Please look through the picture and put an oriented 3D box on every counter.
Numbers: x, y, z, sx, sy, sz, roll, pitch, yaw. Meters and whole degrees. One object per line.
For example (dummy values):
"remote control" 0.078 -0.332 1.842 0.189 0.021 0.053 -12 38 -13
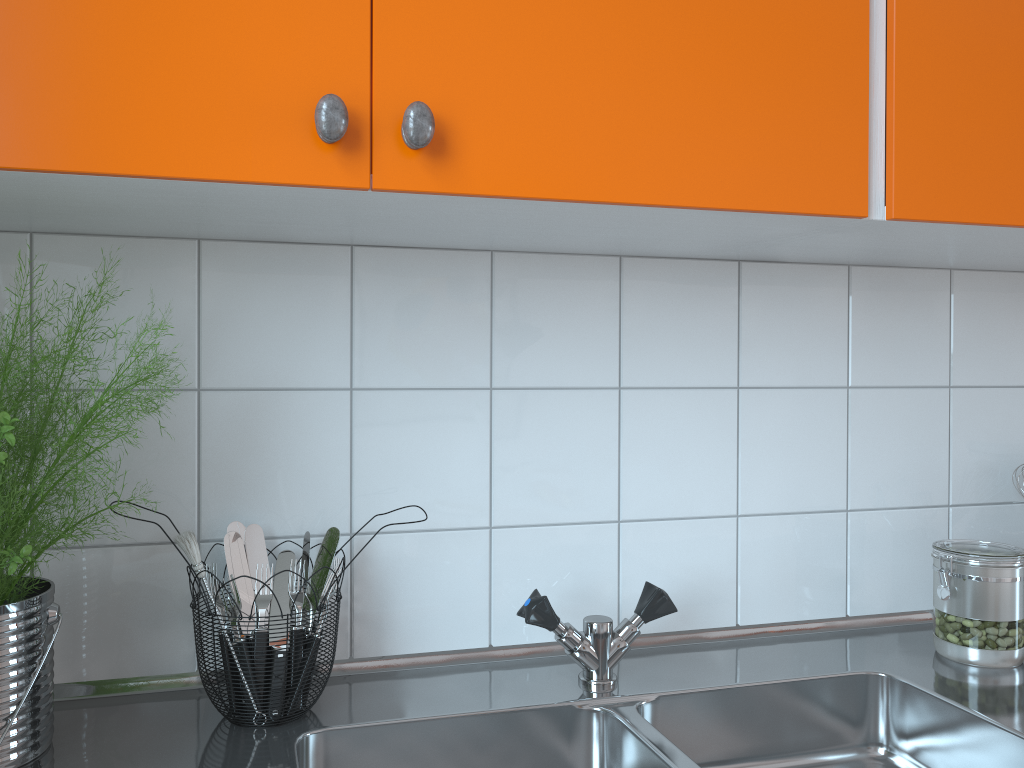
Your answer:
"counter" 0.845 0.419 1.088 3.093 0.132 0.683 0 1 -16

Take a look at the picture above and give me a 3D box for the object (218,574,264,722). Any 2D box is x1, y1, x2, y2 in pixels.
"object" -0.308 0.297 1.006 0.019 0.146 0.110 0 1 -36

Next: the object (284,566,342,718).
"object" -0.227 0.291 1.007 0.021 0.158 0.077 1 1 41

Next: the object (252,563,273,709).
"object" -0.290 0.293 1.026 0.020 0.153 0.085 0 1 -10

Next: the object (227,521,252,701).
"object" -0.318 0.267 1.050 0.025 0.203 0.055 0 1 -34

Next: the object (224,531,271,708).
"object" -0.306 0.273 1.036 0.089 0.192 0.024 1 1 40

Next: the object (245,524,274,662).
"object" -0.290 0.270 1.055 0.076 0.198 0.022 1 1 38

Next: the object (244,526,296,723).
"object" -0.271 0.270 1.035 0.074 0.199 0.135 0 1 -36

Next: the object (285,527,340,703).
"object" -0.240 0.270 1.042 0.074 0.198 0.024 0 1 -38

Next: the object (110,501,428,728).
"object" -0.268 0.250 1.009 0.325 0.244 0.175 0 1 -39

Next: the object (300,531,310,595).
"object" -0.252 0.275 1.058 0.017 0.189 0.060 0 0 4

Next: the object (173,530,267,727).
"object" -0.313 0.264 0.949 0.098 0.218 0.018 0 0 -16

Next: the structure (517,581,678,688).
"structure" 0.107 0.313 1.107 0.200 0.116 0.049 0 1 -16

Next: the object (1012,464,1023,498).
"object" 0.830 0.245 1.316 0.063 0.251 0.186 0 1 -15

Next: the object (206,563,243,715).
"object" -0.329 0.289 1.012 0.071 0.162 0.020 1 1 43

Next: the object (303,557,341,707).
"object" -0.225 0.287 1.029 0.054 0.166 0.021 0 1 -40

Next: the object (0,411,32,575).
"object" -0.475 0.166 0.635 0.192 0.432 0.155 0 1 8

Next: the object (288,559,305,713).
"object" -0.250 0.289 1.027 0.020 0.163 0.071 0 1 -13

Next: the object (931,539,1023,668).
"object" 0.638 0.297 1.210 0.118 0.150 0.116 0 1 18

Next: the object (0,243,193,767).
"object" -0.484 0.118 0.864 0.323 0.511 0.285 0 1 -21

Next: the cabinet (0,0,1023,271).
"cabinet" 0.853 0.064 1.068 3.094 2.348 0.707 0 1 -16
